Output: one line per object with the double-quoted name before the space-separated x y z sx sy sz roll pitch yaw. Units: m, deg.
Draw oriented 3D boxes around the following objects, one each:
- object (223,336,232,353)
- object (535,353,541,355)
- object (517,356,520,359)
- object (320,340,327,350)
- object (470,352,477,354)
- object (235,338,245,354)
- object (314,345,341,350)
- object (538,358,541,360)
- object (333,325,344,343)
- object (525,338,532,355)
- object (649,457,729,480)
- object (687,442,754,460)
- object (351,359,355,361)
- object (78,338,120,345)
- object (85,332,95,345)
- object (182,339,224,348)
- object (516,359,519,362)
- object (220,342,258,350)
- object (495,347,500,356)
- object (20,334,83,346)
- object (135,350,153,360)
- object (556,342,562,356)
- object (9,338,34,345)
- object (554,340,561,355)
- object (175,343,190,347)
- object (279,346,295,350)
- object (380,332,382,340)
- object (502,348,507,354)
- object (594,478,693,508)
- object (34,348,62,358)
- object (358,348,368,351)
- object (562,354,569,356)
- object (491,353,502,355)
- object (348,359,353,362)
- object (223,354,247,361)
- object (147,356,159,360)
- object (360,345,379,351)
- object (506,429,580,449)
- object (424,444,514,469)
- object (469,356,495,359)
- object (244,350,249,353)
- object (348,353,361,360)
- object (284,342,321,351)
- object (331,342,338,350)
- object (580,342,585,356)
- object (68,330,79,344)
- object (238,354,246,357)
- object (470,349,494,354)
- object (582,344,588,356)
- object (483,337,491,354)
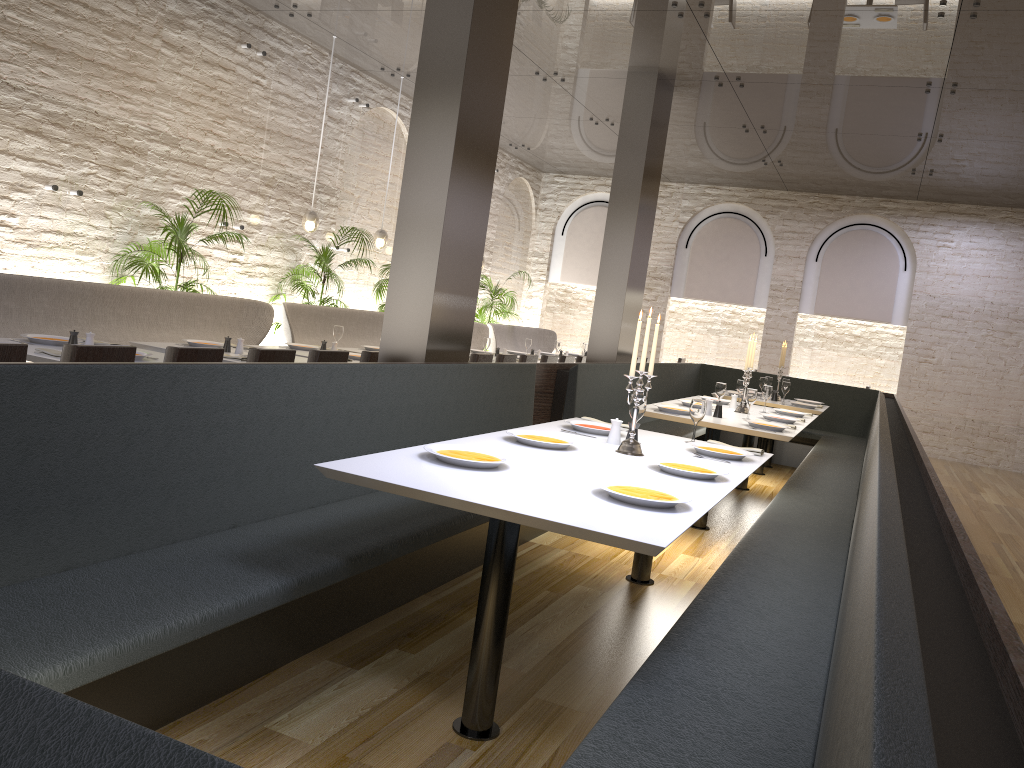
"object" -1.943 -0.273 6.050 0.059 0.109 0.059 9 3 14
"object" 0.405 -0.411 12.366 0.185 0.010 0.017 10 4 22
"object" 0.119 -0.289 10.275 0.322 0.036 0.322 8 5 0
"object" -1.509 -0.297 7.096 0.059 0.109 0.059 10 3 31
"object" -0.446 -0.362 10.314 0.185 0.010 0.017 10 4 22
"object" -1.862 -0.262 6.065 0.059 0.109 0.059 9 3 14
"object" -1.565 -0.297 7.562 0.273 0.033 0.142 10 5 22
"object" 0.408 -0.299 10.976 0.273 0.033 0.142 10 5 22
"object" -1.443 -0.366 7.313 0.086 0.230 0.087 7 3 -26
"object" 0.199 -0.460 11.266 0.086 0.230 0.087 6 3 -38
"object" 0.709 0.346 3.569 0.321 0.036 0.322 8 5 -2
"object" 1.001 0.329 4.271 0.323 0.036 0.321 12 6 42
"object" -1.297 -0.202 6.879 0.182 0.015 0.038 10 5 24
"object" -2.479 -0.245 5.361 0.273 0.033 0.142 10 5 22
"object" -2.341 -0.235 4.910 0.059 0.109 0.059 9 3 14
"object" -2.146 -0.274 6.207 0.322 0.036 0.322 8 5 0
"object" -0.021 -0.275 9.944 0.273 0.033 0.142 10 5 22
"object" -1.999 -0.272 6.516 0.273 0.033 0.142 10 5 22
"object" -0.168 -0.374 10.324 0.059 0.109 0.059 9 3 14
"object" -2.625 -0.247 5.052 0.322 0.036 0.322 8 5 0
"object" -2.135 -0.161 4.845 0.322 0.036 0.322 8 5 0
"object" 0.605 -0.429 11.587 0.086 0.230 0.087 6 3 -38
"object" -2.701 -0.234 4.884 0.185 0.010 0.017 10 4 22
"object" 0.620 -0.484 12.279 0.086 0.230 0.087 6 3 -38
"object" -2.222 -0.261 6.040 0.185 0.010 0.017 10 4 22
"object" -1.787 -0.286 7.086 0.185 0.010 0.017 10 4 22
"object" -1.048 -0.306 7.261 0.086 0.230 0.087 7 3 -26
"object" -0.086 -0.364 10.340 0.059 0.109 0.059 9 3 14
"object" 0.424 0.362 2.883 0.321 0.036 0.322 8 5 -2
"object" -2.276 -0.146 4.513 0.273 0.033 0.142 10 5 22
"object" -1.341 -0.311 8.160 0.185 0.010 0.017 10 4 22
"object" 0.843 -0.436 13.419 0.185 0.010 0.017 10 4 22
"object" -0.224 -0.373 10.791 0.273 0.033 0.142 10 5 22
"object" -1.362 -0.198 6.715 0.273 0.033 0.142 10 5 22
"object" -1.796 -0.174 5.669 0.273 0.033 0.142 10 5 22
"object" -2.073 -0.155 5.011 0.185 0.010 0.017 10 4 22
"object" -1.265 -0.325 8.328 0.322 0.036 0.322 8 5 5
"object" 0.130 0.244 3.813 0.321 0.036 0.322 8 5 -2
"object" -0.154 0.260 3.128 0.321 0.036 0.322 8 5 -2
"object" -0.330 -0.264 9.193 0.322 0.036 0.322 8 5 0
"object" -1.656 -0.188 6.000 0.322 0.036 0.322 8 5 0
"object" -1.221 -0.213 7.046 0.321 0.036 0.323 5 5 -32
"object" -1.711 -0.299 7.254 0.321 0.036 0.323 5 5 -32
"object" -1.427 -0.287 7.111 0.059 0.109 0.059 10 3 31
"object" 1.052 -0.508 13.320 0.086 0.230 0.087 6 3 -38
"object" -2.423 -0.245 4.894 0.059 0.109 0.059 9 3 14
"object" -1.732 -0.177 5.833 0.182 0.015 0.038 10 5 24
"object" -0.371 -0.376 10.482 0.322 0.036 0.322 8 5 0
"object" 1.026 -0.453 12.601 0.086 0.230 0.087 6 3 -38
"object" -0.279 -0.378 9.457 0.086 0.230 0.087 7 3 -26
